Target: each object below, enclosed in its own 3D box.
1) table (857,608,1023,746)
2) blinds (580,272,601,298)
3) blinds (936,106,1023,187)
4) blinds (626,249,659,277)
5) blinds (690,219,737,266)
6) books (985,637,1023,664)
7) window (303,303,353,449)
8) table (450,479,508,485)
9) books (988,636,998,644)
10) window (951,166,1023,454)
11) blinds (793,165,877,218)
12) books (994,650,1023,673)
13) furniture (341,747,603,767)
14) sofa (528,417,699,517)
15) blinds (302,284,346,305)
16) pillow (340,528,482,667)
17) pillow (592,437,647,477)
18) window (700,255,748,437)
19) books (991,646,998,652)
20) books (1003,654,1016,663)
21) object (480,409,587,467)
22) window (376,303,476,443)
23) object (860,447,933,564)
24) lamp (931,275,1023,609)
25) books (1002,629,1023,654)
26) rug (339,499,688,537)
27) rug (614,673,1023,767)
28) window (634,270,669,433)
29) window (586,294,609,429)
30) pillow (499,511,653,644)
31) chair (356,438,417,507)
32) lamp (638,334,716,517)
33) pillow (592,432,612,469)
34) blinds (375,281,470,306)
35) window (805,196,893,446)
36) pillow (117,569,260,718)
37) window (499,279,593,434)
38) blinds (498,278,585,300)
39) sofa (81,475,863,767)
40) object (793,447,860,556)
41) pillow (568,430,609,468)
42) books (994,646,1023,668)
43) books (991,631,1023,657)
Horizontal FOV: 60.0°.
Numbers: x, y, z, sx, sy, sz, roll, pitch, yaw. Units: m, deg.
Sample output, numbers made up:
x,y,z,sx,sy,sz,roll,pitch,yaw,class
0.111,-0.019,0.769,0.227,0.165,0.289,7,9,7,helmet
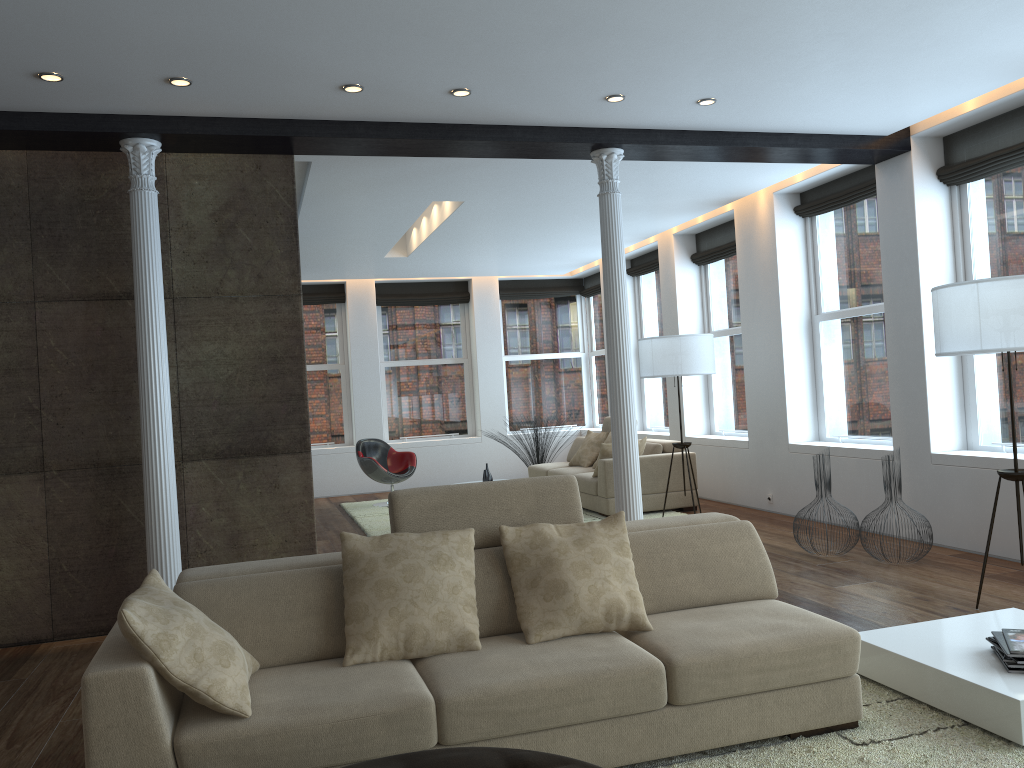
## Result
x,y,z,sx,sy,sz,roll,pitch,yaw,class
1.988,1.117,3.486,0.900,0.170,0.900,-3,-1,-16,table
1.301,-1.502,13.068,0.156,0.327,1.377,-3,-1,-16,blinds
3.383,-1.659,5.877,0.183,0.395,1.431,-3,-1,-16,blinds
1.807,-1.575,11.326,0.156,0.275,1.442,-3,-1,-16,blinds
2.312,-1.561,9.605,0.156,0.393,1.342,-3,-1,-16,blinds
1.938,0.990,3.305,0.220,0.010,0.300,-4,-1,9,books
-3.034,-0.195,12.585,1.420,2.400,0.123,-3,-1,-16,window
-0.203,1.186,8.677,1.022,0.393,1.022,-4,-1,28,table
1.961,0.979,3.296,0.220,0.010,0.300,-3,-1,-1,books
3.519,-0.651,5.890,0.123,2.400,1.432,-3,-1,-16,window
2.887,-1.674,7.621,0.156,0.275,1.396,-3,-1,-16,blinds
1.940,1.028,3.304,0.220,0.010,0.300,-4,-1,19,books
-0.153,1.140,1.897,1.057,0.355,1.057,-3,-1,-14,furniture
1.024,0.865,10.018,1.018,0.950,2.581,-3,-1,-16,sofa
-3.067,-1.254,12.506,1.412,0.307,0.156,-3,-1,-16,blinds
-0.367,0.756,3.253,0.534,0.439,0.301,-3,-1,-13,pillow
1.085,0.744,8.982,0.518,0.393,0.395,-3,-1,-20,pillow
2.433,-0.552,9.613,0.123,2.400,1.345,-3,-1,-16,window
1.964,1.017,3.296,0.220,0.010,0.300,-3,-1,4,books
1.963,0.998,3.296,0.220,0.010,0.300,-4,-1,34,books
0.311,0.873,11.698,1.119,1.014,1.125,-3,-1,-30,object
-1.290,-0.295,13.096,1.420,2.400,0.123,-3,-1,-16,window
2.601,0.818,6.040,0.458,0.781,0.458,-3,-1,-17,object
2.642,0.325,4.660,0.698,1.728,0.698,-4,-1,7,lamp
1.960,0.960,3.297,0.220,0.010,0.300,-4,-1,24,books
-0.166,1.399,9.677,2.972,0.020,4.231,-3,-1,-16,rug
0.696,1.278,2.166,4.231,0.020,2.972,-3,-1,-16,rug
1.931,-0.506,11.335,0.123,2.400,1.444,-3,-1,-16,window
5.642,-0.035,20.710,34.761,17.917,13.698,-3,-1,-16,window
0.236,0.732,3.416,0.519,0.416,0.368,-3,-1,-12,pillow
-1.543,1.077,10.995,0.810,0.818,0.669,-3,-1,-37,chair
1.582,0.422,8.297,0.698,1.728,0.698,-4,-1,7,lamp
1.099,0.728,9.779,0.301,0.439,0.534,-3,-1,-20,pillow
-1.326,-1.326,13.015,1.422,0.363,0.156,-3,-1,-16,blinds
3.012,-0.605,7.628,0.123,2.400,1.391,-3,-1,-16,window
-1.027,0.814,2.811,0.395,0.393,0.518,-3,-1,-13,pillow
0.481,-0.397,13.608,1.474,2.400,0.123,-3,-1,-16,window
0.427,-1.452,13.530,1.442,0.312,0.155,-3,-1,-16,blinds
-0.112,0.871,3.310,2.581,0.950,1.021,-3,-1,-16,sofa
2.262,0.842,6.426,0.458,0.781,0.458,-3,-1,-17,object
0.912,0.755,10.375,0.368,0.416,0.519,-3,-1,-21,pillow
1.939,1.009,3.304,0.220,0.010,0.300,-4,-1,19,books
1.937,0.970,3.305,0.220,0.010,0.300,-4,-1,19,books
